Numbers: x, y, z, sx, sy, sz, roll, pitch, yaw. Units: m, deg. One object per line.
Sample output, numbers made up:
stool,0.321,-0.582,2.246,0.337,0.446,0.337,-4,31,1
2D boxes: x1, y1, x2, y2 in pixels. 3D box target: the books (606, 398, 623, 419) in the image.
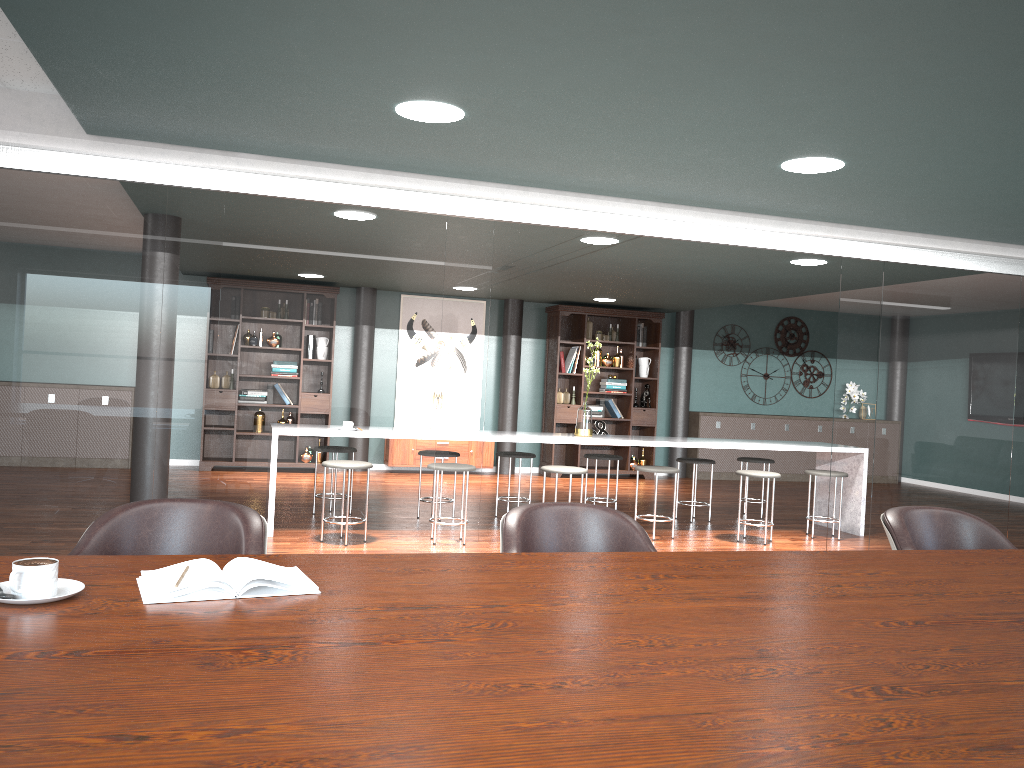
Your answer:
books,1.218,0.291,10.562,0.166,0.228,0.205,3,0,-17

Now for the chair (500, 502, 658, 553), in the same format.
chair,0.185,0.712,2.243,0.535,0.761,0.518,3,0,-11

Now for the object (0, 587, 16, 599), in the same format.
object,-0.821,0.328,1.414,0.034,0.012,0.155,3,0,-40

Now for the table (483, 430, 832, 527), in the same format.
table,0.537,0.743,6.676,4.577,0.699,0.609,3,0,-17

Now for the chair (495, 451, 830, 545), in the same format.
chair,0.544,0.838,6.741,4.029,0.512,1.479,3,0,-17

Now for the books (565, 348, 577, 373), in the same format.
books,0.668,-0.272,10.403,0.115,0.296,0.210,3,0,-17

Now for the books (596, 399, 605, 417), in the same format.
books,1.052,0.288,10.582,0.063,0.214,0.139,3,0,-17

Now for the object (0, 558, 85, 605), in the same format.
object,-0.765,0.313,1.421,0.146,0.056,0.146,3,0,8

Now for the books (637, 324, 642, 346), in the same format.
books,1.505,-0.577,10.645,0.016,0.268,0.205,3,0,-17

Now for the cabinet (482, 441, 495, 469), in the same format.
cabinet,-0.826,0.744,10.090,1.200,0.379,0.368,3,0,-17

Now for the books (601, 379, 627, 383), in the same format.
books,1.212,-0.036,10.577,0.248,0.042,0.194,3,0,-17

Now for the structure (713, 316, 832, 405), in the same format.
structure,3.411,-0.307,11.524,1.791,1.178,0.017,3,0,-17

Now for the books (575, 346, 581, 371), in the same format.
books,0.738,-0.281,10.413,0.062,0.322,0.197,3,0,-17

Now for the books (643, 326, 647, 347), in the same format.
books,1.561,-0.563,10.662,0.042,0.248,0.194,3,0,-17

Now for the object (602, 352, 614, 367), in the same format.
object,1.129,-0.289,10.433,0.144,0.175,0.073,3,0,-15

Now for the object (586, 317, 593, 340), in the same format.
object,0.897,-0.650,10.476,0.104,0.273,0.104,3,0,19

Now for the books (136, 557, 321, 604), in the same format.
books,-0.497,0.338,1.552,0.285,0.032,0.180,3,0,-26

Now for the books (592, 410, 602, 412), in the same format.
books,0.900,0.309,10.463,0.268,0.016,0.205,3,0,-17

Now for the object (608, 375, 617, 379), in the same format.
object,1.192,-0.084,10.565,0.104,0.052,0.100,3,0,-13

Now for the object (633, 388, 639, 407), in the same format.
object,1.484,0.165,10.622,0.077,0.228,0.077,3,0,-34

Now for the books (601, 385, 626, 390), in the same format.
books,1.206,0.038,10.576,0.248,0.042,0.194,3,0,-17

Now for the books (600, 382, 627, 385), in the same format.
books,1.206,-0.007,10.570,0.268,0.016,0.205,3,0,-17

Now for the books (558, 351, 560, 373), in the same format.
books,0.500,-0.255,10.349,0.042,0.248,0.194,3,0,-17

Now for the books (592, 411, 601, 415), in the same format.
books,0.898,0.338,10.463,0.248,0.042,0.194,3,0,-17

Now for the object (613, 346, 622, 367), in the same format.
object,1.249,-0.323,10.518,0.108,0.256,0.108,3,0,17

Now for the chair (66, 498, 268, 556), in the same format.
chair,-0.784,0.663,1.951,0.535,0.761,0.518,3,0,4

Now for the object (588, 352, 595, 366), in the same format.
object,0.933,-0.291,10.400,0.079,0.161,0.080,3,0,9

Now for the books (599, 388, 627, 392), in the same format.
books,1.206,0.073,10.578,0.286,0.027,0.184,3,0,-17

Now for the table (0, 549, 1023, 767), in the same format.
table,1.122,0.792,1.617,6.694,0.706,1.374,3,0,-17

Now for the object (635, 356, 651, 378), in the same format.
object,1.545,-0.209,10.696,0.268,0.262,0.137,3,0,23

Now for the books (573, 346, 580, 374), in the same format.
books,0.723,-0.282,10.410,0.062,0.322,0.197,3,0,-17

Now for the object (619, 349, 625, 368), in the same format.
object,1.301,-0.304,10.632,0.092,0.222,0.092,3,0,17

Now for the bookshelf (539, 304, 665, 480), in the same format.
bookshelf,1.055,0.110,10.544,1.339,1.984,0.482,3,0,-17

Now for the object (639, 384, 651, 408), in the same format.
object,1.594,0.140,10.670,0.116,0.286,0.215,3,0,-21

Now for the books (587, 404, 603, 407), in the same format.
books,0.915,0.251,10.466,0.268,0.016,0.205,3,0,-17

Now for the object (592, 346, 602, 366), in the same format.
object,1.009,-0.333,10.501,0.114,0.251,0.114,3,0,9

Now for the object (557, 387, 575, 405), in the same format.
object,0.606,0.123,10.384,0.250,0.221,0.186,3,0,-19

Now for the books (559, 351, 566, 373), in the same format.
books,0.561,-0.254,10.367,0.084,0.252,0.194,3,0,-17

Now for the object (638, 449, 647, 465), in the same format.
object,1.567,0.902,10.638,0.108,0.256,0.108,3,0,17

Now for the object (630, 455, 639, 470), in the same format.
object,1.448,0.937,10.553,0.144,0.175,0.073,3,0,-15

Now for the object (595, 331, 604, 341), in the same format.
object,1.032,-0.570,10.489,0.096,0.126,0.106,3,0,34

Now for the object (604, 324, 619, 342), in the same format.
object,1.166,-0.611,10.540,0.196,0.221,0.184,3,0,-17

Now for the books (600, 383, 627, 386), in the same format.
books,1.207,0.008,10.577,0.268,0.016,0.205,3,0,-17

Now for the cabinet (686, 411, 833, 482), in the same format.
cabinet,-0.842,0.597,10.062,12.287,0.820,0.402,3,0,-17

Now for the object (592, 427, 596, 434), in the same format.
object,0.874,0.571,10.409,0.224,0.238,0.159,3,0,-17

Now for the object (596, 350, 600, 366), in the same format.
object,1.009,-0.302,10.393,0.040,0.191,0.040,3,0,-8

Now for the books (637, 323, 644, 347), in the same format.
books,1.528,-0.585,10.652,0.027,0.286,0.184,3,0,-17

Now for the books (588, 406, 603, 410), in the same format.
books,0.923,0.281,10.469,0.248,0.042,0.194,3,0,-17

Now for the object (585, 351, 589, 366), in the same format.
object,0.853,-0.301,10.473,0.105,0.172,0.105,3,0,-21

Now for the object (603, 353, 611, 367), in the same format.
object,1.132,-0.286,10.562,0.099,0.169,0.099,3,0,-43

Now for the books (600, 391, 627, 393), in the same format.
books,1.202,0.096,10.577,0.268,0.016,0.205,3,0,-17

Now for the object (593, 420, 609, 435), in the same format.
object,1.052,0.565,10.584,0.233,0.268,0.051,3,0,-17

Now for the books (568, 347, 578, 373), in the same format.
books,0.694,-0.281,10.405,0.090,0.316,0.197,3,0,-17

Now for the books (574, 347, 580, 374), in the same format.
books,0.728,-0.276,10.414,0.063,0.309,0.210,3,0,-17

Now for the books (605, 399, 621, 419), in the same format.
books,1.186,0.291,10.552,0.176,0.227,0.194,3,0,-17

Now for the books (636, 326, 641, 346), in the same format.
books,1.476,-0.568,10.636,0.042,0.248,0.194,3,0,-17

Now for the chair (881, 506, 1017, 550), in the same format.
chair,1.333,0.770,2.590,0.535,0.761,0.518,3,0,-11

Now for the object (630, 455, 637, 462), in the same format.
object,1.451,0.940,10.682,0.099,0.169,0.099,3,0,-43

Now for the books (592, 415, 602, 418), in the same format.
books,0.899,0.374,10.465,0.286,0.027,0.184,3,0,-17

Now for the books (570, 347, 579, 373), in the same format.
books,0.713,-0.277,10.411,0.063,0.309,0.210,3,0,-17
